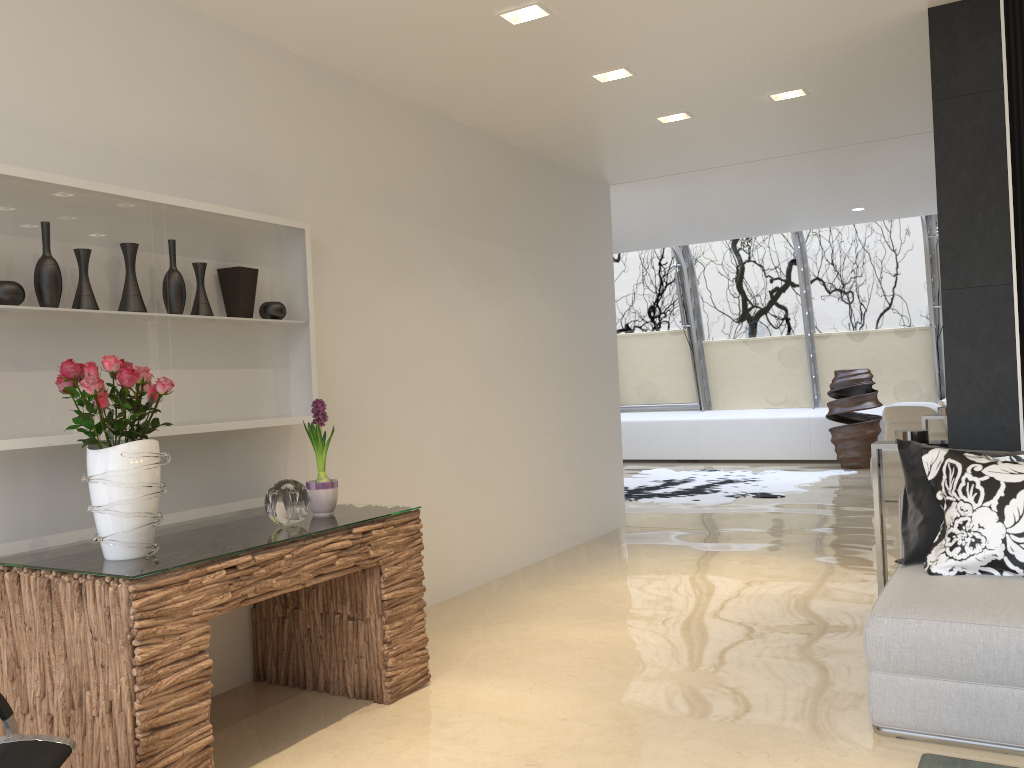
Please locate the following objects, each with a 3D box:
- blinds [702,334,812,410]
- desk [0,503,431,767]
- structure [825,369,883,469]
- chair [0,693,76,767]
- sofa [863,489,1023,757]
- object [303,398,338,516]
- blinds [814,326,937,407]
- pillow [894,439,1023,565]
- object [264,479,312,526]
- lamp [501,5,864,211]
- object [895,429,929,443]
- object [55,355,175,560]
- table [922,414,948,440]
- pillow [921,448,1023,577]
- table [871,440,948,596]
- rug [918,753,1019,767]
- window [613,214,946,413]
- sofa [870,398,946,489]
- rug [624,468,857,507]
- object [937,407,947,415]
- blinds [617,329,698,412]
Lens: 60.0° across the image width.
[{"bbox_3d":[3.446,-0.135,12.470,1.430,1.027,0.329,-3,0,30],"label":"blinds"},{"bbox_3d":[-1.041,0.927,3.325,0.793,0.762,1.436,-3,0,30],"label":"desk"},{"bbox_3d":[4.279,0.442,11.089,0.674,1.258,0.672,-3,0,7],"label":"structure"},{"bbox_3d":[-1.454,0.851,1.809,0.943,0.972,0.752,-3,0,-10],"label":"chair"},{"bbox_3d":[2.642,0.731,2.923,2.625,0.798,1.334,-3,0,30],"label":"sofa"},{"bbox_3d":[-0.784,0.297,3.633,0.129,0.476,0.129,-3,0,-10],"label":"object"},{"bbox_3d":[4.777,-0.198,11.699,1.430,1.027,0.329,-3,0,30],"label":"blinds"},{"bbox_3d":[1.994,0.489,3.619,0.808,0.525,0.434,-3,0,26],"label":"pillow"},{"bbox_3d":[-0.850,0.450,3.369,0.174,0.179,0.175,-3,0,-27],"label":"object"},{"bbox_3d":[0.880,-1.697,5.280,9.928,0.004,9.775,-3,0,31],"label":"lamp"},{"bbox_3d":[1.973,0.259,4.378,0.153,0.059,0.151,-3,0,-10],"label":"object"},{"bbox_3d":[-1.275,0.234,2.872,0.327,0.654,0.350,-3,0,-40],"label":"object"},{"bbox_3d":[3.244,0.663,6.542,0.350,0.872,0.202,-3,0,30],"label":"table"},{"bbox_3d":[1.888,0.496,3.379,0.607,0.483,0.368,-3,0,29],"label":"pillow"},{"bbox_3d":[1.995,0.723,4.378,0.350,0.872,0.202,-3,0,30],"label":"table"},{"bbox_3d":[2.000,1.151,1.153,2.923,0.012,2.194,-3,0,31],"label":"rug"},{"bbox_3d":[-0.602,-0.159,6.447,16.171,3.674,16.693,-3,0,36],"label":"window"},{"bbox_3d":[5.904,0.539,8.563,4.169,0.866,3.257,-3,0,30],"label":"sofa"},{"bbox_3d":[2.248,1.139,10.033,2.705,0.008,3.220,-3,0,30],"label":"rug"},{"bbox_3d":[3.222,0.200,6.542,0.151,0.059,0.153,-3,0,-20],"label":"object"},{"bbox_3d":[2.097,-0.165,13.214,1.376,1.214,0.387,-3,0,30],"label":"blinds"}]
